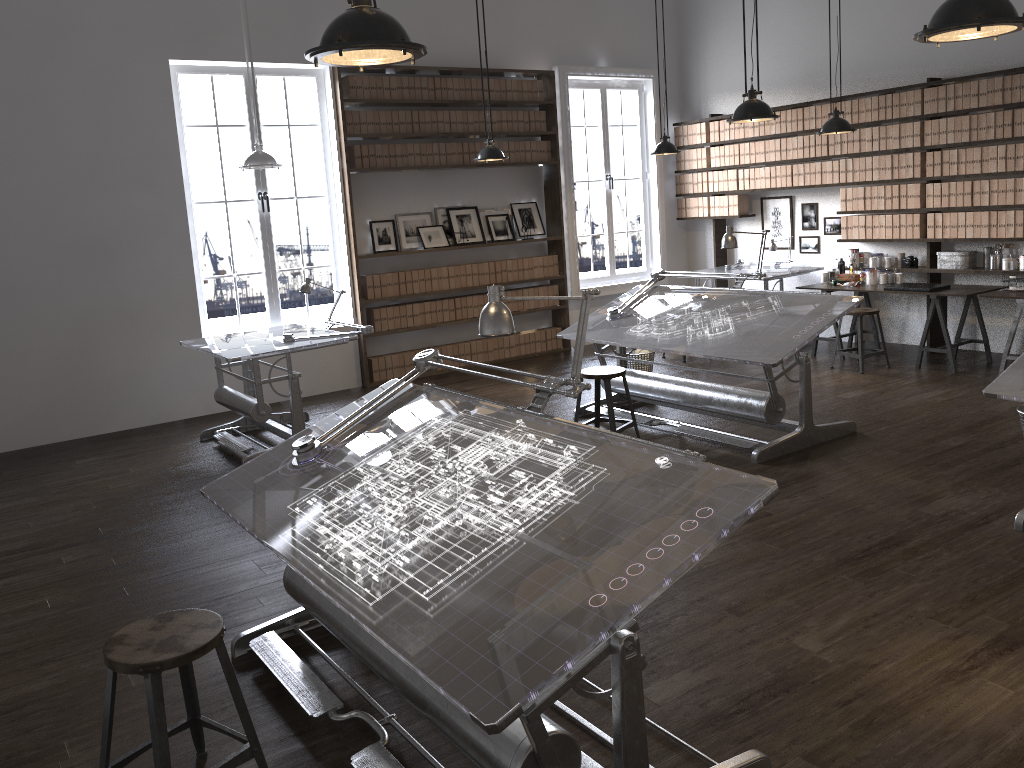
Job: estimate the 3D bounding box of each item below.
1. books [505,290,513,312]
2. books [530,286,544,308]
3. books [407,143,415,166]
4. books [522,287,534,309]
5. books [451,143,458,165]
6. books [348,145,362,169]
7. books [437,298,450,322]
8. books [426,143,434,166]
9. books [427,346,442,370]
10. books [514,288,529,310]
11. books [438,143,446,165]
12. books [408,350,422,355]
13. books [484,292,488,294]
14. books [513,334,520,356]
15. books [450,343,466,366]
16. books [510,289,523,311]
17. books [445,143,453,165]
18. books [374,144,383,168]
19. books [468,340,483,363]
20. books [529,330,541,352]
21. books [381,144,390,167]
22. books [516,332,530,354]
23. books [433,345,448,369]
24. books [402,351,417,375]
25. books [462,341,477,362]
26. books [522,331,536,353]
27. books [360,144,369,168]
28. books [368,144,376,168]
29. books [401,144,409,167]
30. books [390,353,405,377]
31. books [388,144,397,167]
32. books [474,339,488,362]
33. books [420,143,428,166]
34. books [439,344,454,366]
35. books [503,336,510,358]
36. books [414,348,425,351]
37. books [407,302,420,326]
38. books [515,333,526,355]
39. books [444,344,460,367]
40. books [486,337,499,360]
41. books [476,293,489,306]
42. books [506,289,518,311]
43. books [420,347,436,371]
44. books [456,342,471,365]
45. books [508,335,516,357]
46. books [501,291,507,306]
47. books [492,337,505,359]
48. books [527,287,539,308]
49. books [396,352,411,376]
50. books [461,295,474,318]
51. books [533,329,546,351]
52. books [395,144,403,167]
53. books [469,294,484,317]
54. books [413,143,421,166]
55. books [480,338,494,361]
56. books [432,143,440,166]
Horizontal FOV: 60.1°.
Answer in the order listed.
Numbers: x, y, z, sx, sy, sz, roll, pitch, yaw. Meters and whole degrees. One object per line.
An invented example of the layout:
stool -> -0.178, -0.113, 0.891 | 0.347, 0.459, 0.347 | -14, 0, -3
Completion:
books -> -0.073, -0.885, 9.458 | 0.067, 0.224, 0.175 | -10, 11, -33
books -> 0.268, -0.953, 9.682 | 0.067, 0.224, 0.175 | -10, 11, -33
books -> -1.028, -2.230, 8.664 | 0.067, 0.224, 0.175 | -10, 11, -33
books -> 0.160, -0.932, 9.613 | 0.067, 0.224, 0.175 | -10, 11, -33
books -> -0.625, -2.312, 8.934 | 0.067, 0.224, 0.175 | -10, 11, -33
books -> -1.491, -2.137, 8.360 | 0.067, 0.224, 0.175 | -10, 11, -33
books -> -0.716, -0.754, 9.028 | 0.067, 0.224, 0.175 | -10, 11, -33
books -> -0.855, -2.266, 8.784 | 0.067, 0.224, 0.175 | -10, 11, -33
books -> -0.788, -0.260, 9.028 | 0.067, 0.224, 0.175 | -10, 11, -33
books -> 0.101, -0.920, 9.572 | 0.067, 0.224, 0.175 | -10, 11, -33
books -> -0.734, -2.289, 8.856 | 0.067, 0.224, 0.175 | -10, 11, -33
books -> -0.970, -0.225, 8.913 | 0.067, 0.224, 0.175 | -10, 11, -33
books -> -0.245, -0.850, 9.345 | 0.067, 0.224, 0.175 | -10, 11, -33
books -> 0.008, -0.423, 9.563 | 0.067, 0.224, 0.175 | -10, 11, -33
books -> -0.561, -0.306, 9.178 | 0.067, 0.224, 0.175 | -10, 11, -33
books -> 0.041, -0.908, 9.537 | 0.067, 0.224, 0.175 | -10, 11, -33
books -> -0.674, -2.301, 8.896 | 0.067, 0.224, 0.175 | -10, 11, -33
books -> -1.307, -2.173, 8.477 | 0.067, 0.224, 0.175 | -10, 11, -33
books -> -0.382, -0.343, 9.301 | 0.067, 0.224, 0.175 | -10, 11, -33
books -> 0.237, -0.469, 9.712 | 0.067, 0.224, 0.175 | -10, 11, -33
books -> -1.251, -2.185, 8.519 | 0.067, 0.224, 0.175 | -10, 11, -33
books -> 0.118, -0.446, 9.638 | 0.067, 0.224, 0.175 | -10, 11, -33
books -> -0.730, -0.273, 9.073 | 0.067, 0.224, 0.175 | -10, 11, -33
books -> -1.028, -0.213, 8.874 | 0.067, 0.224, 0.175 | -10, 11, -33
books -> -0.441, -0.331, 9.260 | 0.067, 0.224, 0.175 | -10, 11, -33
books -> 0.177, -0.458, 9.677 | 0.067, 0.224, 0.175 | -10, 11, -33
books -> -1.427, -2.149, 8.396 | 0.067, 0.224, 0.175 | -10, 11, -33
books -> -1.368, -2.162, 8.442 | 0.067, 0.224, 0.175 | -10, 11, -33
books -> -1.081, -2.220, 8.631 | 0.067, 0.224, 0.175 | -10, 11, -33
books -> -1.138, -0.190, 8.799 | 0.067, 0.224, 0.175 | -10, 11, -33
books -> -1.192, -2.197, 8.558 | 0.067, 0.224, 0.175 | -10, 11, -33
books -> -0.331, -0.354, 9.337 | 0.067, 0.224, 0.175 | -10, 11, -33
books -> -0.912, -2.254, 8.744 | 0.067, 0.224, 0.175 | -10, 11, -33
books -> -0.675, -0.284, 9.107 | 0.067, 0.224, 0.175 | -10, 11, -33
books -> -0.101, -0.400, 9.486 | 0.067, 0.224, 0.175 | -10, 11, -33
books -> -0.909, -0.236, 8.948 | 0.067, 0.224, 0.175 | -10, 11, -33
books -> -0.996, -0.697, 8.843 | 0.067, 0.224, 0.175 | -10, 11, -33
books -> 0.066, -0.434, 9.596 | 0.067, 0.224, 0.175 | -10, 11, -33
books -> -0.621, -0.294, 9.138 | 0.067, 0.224, 0.175 | -10, 11, -33
books -> -0.220, -0.377, 9.414 | 0.067, 0.224, 0.175 | -10, 11, -33
books -> -0.307, -0.838, 9.305 | 0.067, 0.224, 0.175 | -10, 11, -33
books -> -0.018, -0.897, 9.500 | 0.067, 0.224, 0.175 | -10, 11, -33
books -> -0.853, -0.248, 8.991 | 0.067, 0.224, 0.175 | -10, 11, -33
books -> -0.503, -0.319, 9.220 | 0.067, 0.224, 0.175 | -10, 11, -33
books -> -0.043, -0.412, 9.527 | 0.067, 0.224, 0.175 | -10, 11, -33
books -> -0.131, -0.872, 9.416 | 0.067, 0.224, 0.175 | -10, 11, -33
books -> -0.161, -0.389, 9.451 | 0.067, 0.224, 0.175 | -10, 11, -33
books -> 0.211, -0.943, 9.649 | 0.067, 0.224, 0.175 | -10, 11, -33
books -> -1.081, -0.201, 8.832 | 0.067, 0.224, 0.175 | -10, 11, -33
books -> -0.479, -0.801, 9.184 | 0.067, 0.224, 0.175 | -10, 11, -33
books -> 0.293, -0.481, 9.755 | 0.067, 0.224, 0.175 | -10, 11, -33
books -> -1.133, -2.208, 8.591 | 0.067, 0.224, 0.175 | -10, 11, -33
books -> -0.366, -0.826, 9.268 | 0.067, 0.224, 0.175 | -10, 11, -33
books -> -0.967, -2.242, 8.702 | 0.067, 0.224, 0.175 | -10, 11, -33
books -> -0.274, -0.365, 9.370 | 0.067, 0.224, 0.175 | -10, 11, -33
books -> -0.796, -2.277, 8.819 | 0.067, 0.224, 0.175 | -10, 11, -33
